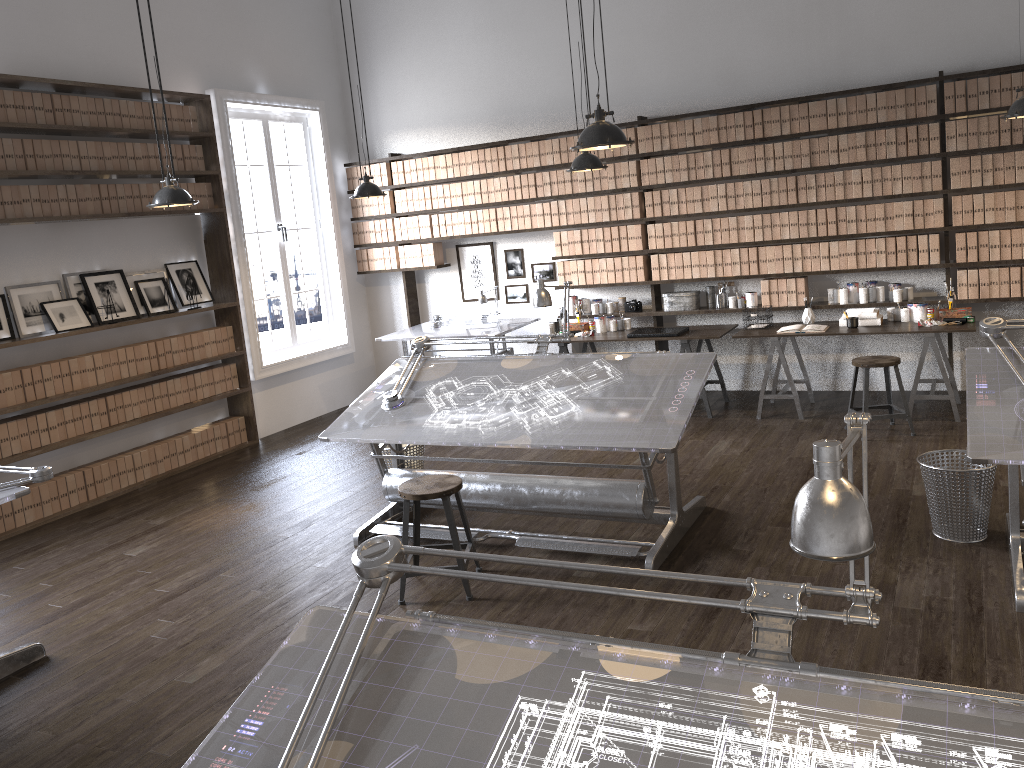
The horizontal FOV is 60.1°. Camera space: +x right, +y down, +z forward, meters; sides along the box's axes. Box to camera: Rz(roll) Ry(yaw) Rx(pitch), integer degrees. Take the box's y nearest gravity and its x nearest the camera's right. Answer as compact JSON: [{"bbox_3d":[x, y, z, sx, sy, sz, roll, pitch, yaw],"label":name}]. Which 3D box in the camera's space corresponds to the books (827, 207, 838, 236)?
[{"bbox_3d":[2.550,-1.286,7.028,0.067,0.224,0.176,-2,10,28],"label":"books"}]

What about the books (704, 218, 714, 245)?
[{"bbox_3d":[1.681,-1.283,7.479,0.066,0.224,0.176,-2,10,28],"label":"books"}]

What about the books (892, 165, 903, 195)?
[{"bbox_3d":[2.951,-1.559,6.771,0.066,0.224,0.176,-2,10,28],"label":"books"}]

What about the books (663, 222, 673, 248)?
[{"bbox_3d":[1.371,-1.281,7.638,0.067,0.224,0.176,-2,10,28],"label":"books"}]

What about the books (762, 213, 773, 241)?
[{"bbox_3d":[2.110,-1.285,7.261,0.066,0.224,0.176,-2,10,27],"label":"books"}]

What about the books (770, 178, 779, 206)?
[{"bbox_3d":[2.147,-1.556,7.189,0.066,0.224,0.176,-2,10,27],"label":"books"}]

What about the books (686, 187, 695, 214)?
[{"bbox_3d":[1.537,-1.555,7.507,0.066,0.224,0.176,-2,10,28],"label":"books"}]

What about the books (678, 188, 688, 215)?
[{"bbox_3d":[1.474,-1.554,7.540,0.066,0.224,0.176,-2,10,28],"label":"books"}]

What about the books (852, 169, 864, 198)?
[{"bbox_3d":[2.700,-1.558,6.901,0.066,0.224,0.176,-2,10,27],"label":"books"}]

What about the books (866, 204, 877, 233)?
[{"bbox_3d":[2.808,-1.288,6.900,0.066,0.224,0.176,-2,10,28],"label":"books"}]

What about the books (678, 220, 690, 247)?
[{"bbox_3d":[1.488,-1.283,7.585,0.066,0.224,0.176,-2,10,28],"label":"books"}]

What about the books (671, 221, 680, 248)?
[{"bbox_3d":[1.429,-1.282,7.613,0.066,0.224,0.176,-2,10,27],"label":"books"}]

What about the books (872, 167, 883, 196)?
[{"bbox_3d":[2.828,-1.559,6.837,0.066,0.224,0.176,-2,10,27],"label":"books"}]

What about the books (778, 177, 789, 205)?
[{"bbox_3d":[2.206,-1.557,7.161,0.066,0.224,0.176,-2,10,28],"label":"books"}]

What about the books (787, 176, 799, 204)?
[{"bbox_3d":[2.269,-1.556,7.122,0.067,0.224,0.176,-2,10,27],"label":"books"}]

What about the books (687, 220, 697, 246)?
[{"bbox_3d":[1.551,-1.282,7.546,0.067,0.224,0.176,-2,10,27],"label":"books"}]

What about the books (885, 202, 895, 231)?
[{"bbox_3d":[2.926,-1.288,6.837,0.066,0.224,0.176,-2,10,28],"label":"books"}]

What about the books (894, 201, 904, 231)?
[{"bbox_3d":[2.981,-1.287,6.807,0.066,0.224,0.176,-2,10,28],"label":"books"}]

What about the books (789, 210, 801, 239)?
[{"bbox_3d":[2.296,-1.284,7.158,0.066,0.224,0.176,-2,10,28],"label":"books"}]

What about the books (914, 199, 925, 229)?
[{"bbox_3d":[3.103,-1.288,6.746,0.066,0.224,0.176,-2,10,28],"label":"books"}]

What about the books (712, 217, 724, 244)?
[{"bbox_3d":[1.746,-1.284,7.450,0.066,0.224,0.176,-2,10,27],"label":"books"}]

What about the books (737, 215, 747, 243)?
[{"bbox_3d":[1.928,-1.284,7.355,0.066,0.224,0.176,-2,10,27],"label":"books"}]

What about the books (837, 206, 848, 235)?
[{"bbox_3d":[2.619,-1.287,6.999,0.066,0.224,0.176,-2,10,27],"label":"books"}]

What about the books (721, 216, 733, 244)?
[{"bbox_3d":[1.809,-1.284,7.418,0.066,0.224,0.176,-2,10,27],"label":"books"}]

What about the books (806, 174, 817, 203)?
[{"bbox_3d":[2.399,-1.557,7.056,0.066,0.224,0.176,-2,10,28],"label":"books"}]

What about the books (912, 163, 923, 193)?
[{"bbox_3d":[3.073,-1.559,6.704,0.067,0.224,0.176,-2,10,27],"label":"books"}]

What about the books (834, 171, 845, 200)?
[{"bbox_3d":[2.584,-1.557,6.958,0.067,0.224,0.176,-2,10,28],"label":"books"}]

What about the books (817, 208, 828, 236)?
[{"bbox_3d":[2.487,-1.286,7.067,0.066,0.224,0.176,-2,10,27],"label":"books"}]

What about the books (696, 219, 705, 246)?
[{"bbox_3d":[1.620,-1.283,7.516,0.066,0.224,0.176,-2,10,28],"label":"books"}]

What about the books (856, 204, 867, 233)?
[{"bbox_3d":[2.745,-1.287,6.933,0.066,0.224,0.176,-2,10,28],"label":"books"}]

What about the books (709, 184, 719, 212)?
[{"bbox_3d":[1.711,-1.555,7.414,0.066,0.224,0.176,-2,10,28],"label":"books"}]

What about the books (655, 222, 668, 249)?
[{"bbox_3d":[1.306,-1.281,7.671,0.066,0.224,0.176,-2,10,27],"label":"books"}]

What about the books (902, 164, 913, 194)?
[{"bbox_3d":[3.014,-1.558,6.735,0.066,0.224,0.176,-2,10,28],"label":"books"}]

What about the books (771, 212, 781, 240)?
[{"bbox_3d":[2.173,-1.286,7.230,0.066,0.224,0.176,-2,10,27],"label":"books"}]

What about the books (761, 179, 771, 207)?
[{"bbox_3d":[2.088,-1.555,7.215,0.067,0.224,0.176,-2,10,28],"label":"books"}]

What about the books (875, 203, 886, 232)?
[{"bbox_3d":[2.865,-1.286,6.864,0.067,0.224,0.176,-2,10,27],"label":"books"}]

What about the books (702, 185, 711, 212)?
[{"bbox_3d":[1.656,-1.555,7.444,0.066,0.224,0.176,-2,10,28],"label":"books"}]

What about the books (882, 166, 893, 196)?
[{"bbox_3d":[2.891,-1.560,6.807,0.066,0.224,0.176,-2,10,27],"label":"books"}]

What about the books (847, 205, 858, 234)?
[{"bbox_3d":[2.680,-1.286,6.962,0.066,0.224,0.176,-2,10,27],"label":"books"}]

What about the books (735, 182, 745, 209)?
[{"bbox_3d":[1.901,-1.556,7.320,0.066,0.224,0.176,-2,10,28],"label":"books"}]

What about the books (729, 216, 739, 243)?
[{"bbox_3d":[1.866,-1.283,7.382,0.067,0.224,0.176,-2,10,28],"label":"books"}]

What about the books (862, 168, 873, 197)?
[{"bbox_3d":[2.764,-1.558,6.866,0.067,0.224,0.176,-2,10,28],"label":"books"}]

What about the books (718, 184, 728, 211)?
[{"bbox_3d":[1.774,-1.554,7.379,0.067,0.224,0.176,-2,10,27],"label":"books"}]

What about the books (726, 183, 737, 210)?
[{"bbox_3d":[1.839,-1.555,7.350,0.066,0.224,0.176,-2,10,28],"label":"books"}]

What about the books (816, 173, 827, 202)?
[{"bbox_3d":[2.464,-1.558,7.027,0.066,0.224,0.176,-2,10,27],"label":"books"}]

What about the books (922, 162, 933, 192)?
[{"bbox_3d":[3.131,-1.560,6.679,0.066,0.224,0.176,-2,10,28],"label":"books"}]

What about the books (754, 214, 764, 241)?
[{"bbox_3d":[2.046,-1.284,7.290,0.067,0.224,0.176,-2,10,28],"label":"books"}]

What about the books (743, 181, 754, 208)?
[{"bbox_3d":[1.962,-1.555,7.284,0.066,0.224,0.176,-2,10,27],"label":"books"}]

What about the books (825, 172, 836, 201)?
[{"bbox_3d":[2.527,-1.558,6.994,0.066,0.224,0.176,-2,10,27],"label":"books"}]

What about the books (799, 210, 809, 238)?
[{"bbox_3d":[2.360,-1.285,7.125,0.067,0.224,0.176,-2,10,27],"label":"books"}]

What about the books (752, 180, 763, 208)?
[{"bbox_3d":[2.024,-1.555,7.248,0.066,0.224,0.176,-2,10,27],"label":"books"}]

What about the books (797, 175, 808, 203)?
[{"bbox_3d":[2.338,-1.557,7.093,0.066,0.224,0.176,-2,10,28],"label":"books"}]

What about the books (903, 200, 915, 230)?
[{"bbox_3d":[3.039,-1.287,6.775,0.067,0.224,0.176,-2,10,27],"label":"books"}]

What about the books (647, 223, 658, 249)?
[{"bbox_3d":[1.244,-1.281,7.708,0.066,0.224,0.176,-2,10,27],"label":"books"}]

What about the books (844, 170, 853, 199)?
[{"bbox_3d":[2.645,-1.558,6.932,0.066,0.224,0.176,-2,10,27],"label":"books"}]

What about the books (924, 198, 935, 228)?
[{"bbox_3d":[3.166,-1.289,6.715,0.066,0.224,0.176,-2,10,28],"label":"books"}]
